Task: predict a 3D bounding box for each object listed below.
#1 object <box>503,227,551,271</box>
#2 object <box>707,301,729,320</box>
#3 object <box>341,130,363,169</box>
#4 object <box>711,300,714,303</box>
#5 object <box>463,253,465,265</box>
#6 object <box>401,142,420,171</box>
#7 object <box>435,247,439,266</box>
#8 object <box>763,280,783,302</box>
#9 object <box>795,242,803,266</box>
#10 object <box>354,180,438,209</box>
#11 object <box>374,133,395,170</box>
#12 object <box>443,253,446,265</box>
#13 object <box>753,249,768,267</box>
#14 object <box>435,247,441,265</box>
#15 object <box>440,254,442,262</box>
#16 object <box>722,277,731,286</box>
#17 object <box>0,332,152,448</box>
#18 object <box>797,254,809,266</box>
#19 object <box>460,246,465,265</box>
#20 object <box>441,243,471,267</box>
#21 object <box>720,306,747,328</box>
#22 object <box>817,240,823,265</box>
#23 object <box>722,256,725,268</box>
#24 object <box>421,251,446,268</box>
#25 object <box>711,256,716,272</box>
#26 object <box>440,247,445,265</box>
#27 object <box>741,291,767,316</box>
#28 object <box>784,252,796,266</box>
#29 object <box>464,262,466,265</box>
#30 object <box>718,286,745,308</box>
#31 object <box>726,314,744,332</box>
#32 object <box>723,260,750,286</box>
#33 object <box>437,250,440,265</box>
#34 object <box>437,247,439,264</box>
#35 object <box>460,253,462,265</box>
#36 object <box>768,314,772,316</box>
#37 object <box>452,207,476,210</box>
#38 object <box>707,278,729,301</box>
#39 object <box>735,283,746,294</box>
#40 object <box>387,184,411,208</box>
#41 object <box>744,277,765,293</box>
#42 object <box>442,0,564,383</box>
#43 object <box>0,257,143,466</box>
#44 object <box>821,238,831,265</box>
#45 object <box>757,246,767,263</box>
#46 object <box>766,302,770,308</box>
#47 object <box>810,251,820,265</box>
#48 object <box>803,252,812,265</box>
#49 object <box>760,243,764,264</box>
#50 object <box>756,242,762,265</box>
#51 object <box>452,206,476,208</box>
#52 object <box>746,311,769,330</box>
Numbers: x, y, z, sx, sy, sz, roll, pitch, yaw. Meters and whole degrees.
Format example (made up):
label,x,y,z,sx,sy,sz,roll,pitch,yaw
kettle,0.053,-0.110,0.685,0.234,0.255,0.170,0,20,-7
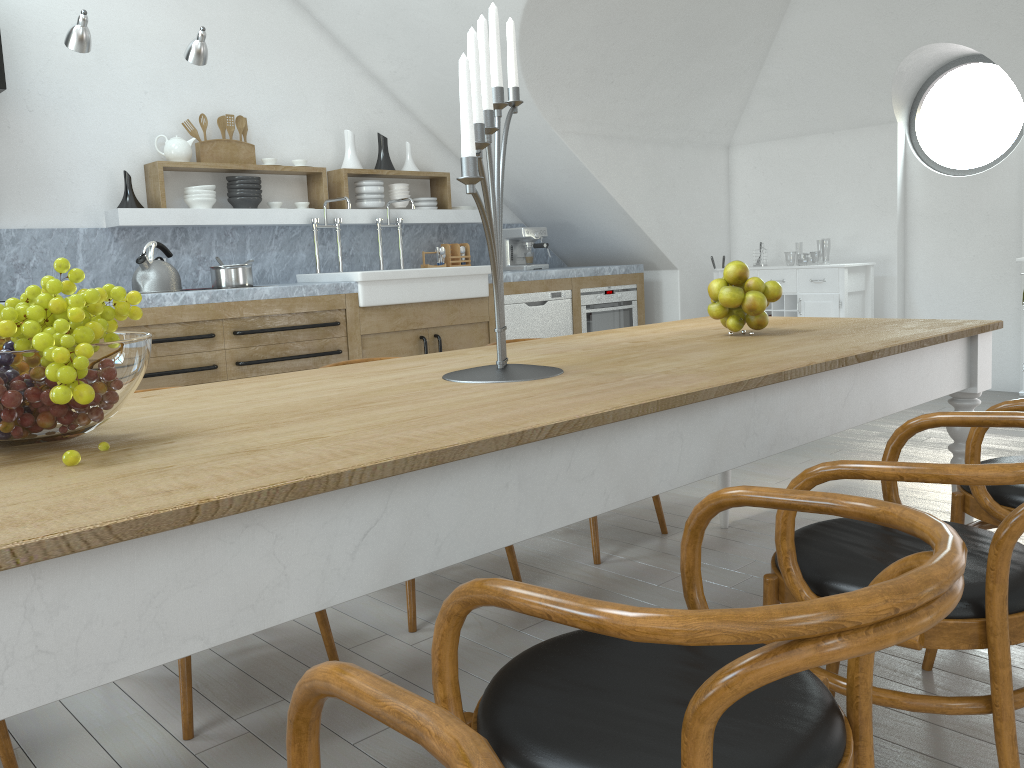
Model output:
label,x,y,z,sx,sy,sz,roll,pitch,yaw
object,0.135,-1.009,6.635,0.325,0.319,0.387,-9,10,-42
object,0.591,-0.212,2.543,0.060,0.055,0.059,4,10,42
object,-1.084,-1.569,5.954,0.156,0.267,0.156,2,8,36
object,0.620,-0.250,2.617,0.062,0.059,0.062,-8,9,-38
object,-0.358,-0.923,6.574,0.018,0.195,0.020,-5,7,-20
object,-0.730,-1.608,6.289,0.156,0.218,0.156,1,8,29
object,-0.535,-0.892,6.411,0.019,0.195,0.022,2,8,35
object,0.741,-0.265,2.534,0.063,0.063,0.062,-1,7,10
object,2.063,-0.932,6.369,0.048,0.169,0.048,2,8,35
object,-0.804,-1.311,6.207,0.658,0.195,0.198,-10,10,-43
object,-0.889,-1.603,6.128,0.156,0.267,0.156,-8,9,-38
object,-0.495,-0.886,6.417,0.044,0.178,0.020,1,8,32
object,1.898,-0.963,6.779,0.067,0.137,0.101,-9,9,-42
object,-0.533,-0.899,6.438,0.040,0.192,0.042,-3,6,-5
object,-0.513,-0.894,6.416,0.023,0.195,0.018,3,9,42
object,0.649,-0.298,2.626,0.062,0.059,0.062,-9,10,-42
object,-0.744,0.015,1.373,0.360,0.159,0.361,1,9,27
object,2.070,-0.882,6.308,0.077,0.085,0.077,2,9,35
object,-0.362,-0.924,6.558,0.040,0.192,0.042,-2,6,8
object,-0.414,-0.930,6.562,0.200,0.222,0.104,-9,9,-42
object,0.649,-0.197,2.593,0.080,0.073,0.078,-2,7,2
object,2.199,-0.936,6.314,0.054,0.178,0.054,0,7,24
object,1.607,-0.843,6.753,0.029,0.268,0.088,-5,7,-16
object,-0.568,-0.875,6.408,0.173,0.171,0.100,-9,9,-41
object,1.570,-0.847,6.793,0.088,0.268,0.029,0,7,21
object,-0.499,-0.896,6.402,0.040,0.192,0.042,-3,6,-6
object,0.679,-0.226,2.487,0.071,0.072,0.071,-1,7,12
object,1.990,-0.893,6.340,0.082,0.105,0.082,-7,8,-29
object,-0.354,-0.925,6.584,0.022,0.195,0.019,-8,8,-41
object,0.617,-0.244,2.491,0.071,0.063,0.072,3,10,40
object,0.636,-0.173,2.529,0.051,0.050,0.050,-8,9,-39
object,0.644,-0.318,2.542,0.072,0.074,0.072,-9,10,-42
object,-0.526,-0.881,6.394,0.019,0.178,0.044,-1,7,12
object,-0.533,-0.894,6.422,0.018,0.195,0.020,-7,8,-33
object,-0.377,-0.924,6.585,0.018,0.195,0.023,-7,8,-35
object,1.918,-0.470,6.481,0.318,0.084,0.082,-10,10,-41
object,-0.371,-1.300,6.625,0.213,0.025,0.214,3,10,35
object,0.598,-0.270,2.559,0.066,0.071,0.073,-1,7,17
object,0.669,-0.276,2.580,0.053,0.050,0.053,0,8,18
object,-0.787,-1.312,6.189,0.158,0.159,0.154,-5,7,-14
object,0.687,-0.276,2.513,0.053,0.057,0.058,-6,8,-28
object,-0.014,-0.462,1.954,0.265,0.872,0.777,0,7,21
object,-0.740,-0.044,1.338,0.393,0.283,0.293,-1,7,11
object,2.215,-0.932,6.252,0.063,0.186,0.063,1,8,32
object,1.904,-0.983,6.781,0.029,0.136,0.097,-8,9,-39
object,0.716,-0.248,2.587,0.076,0.076,0.077,-1,7,14
object,2.147,-0.888,6.275,0.071,0.098,0.071,-5,7,-19
object,2.140,-0.897,6.366,0.094,0.093,0.094,2,9,35
object,1.904,-0.993,6.753,0.024,0.164,0.039,-6,7,-30
object,1.893,-0.999,6.786,0.054,0.174,0.039,-9,9,-42
object,-0.371,-1.309,6.624,0.213,0.025,0.214,3,10,35
object,0.704,-0.186,2.544,0.064,0.063,0.063,-7,8,-31
